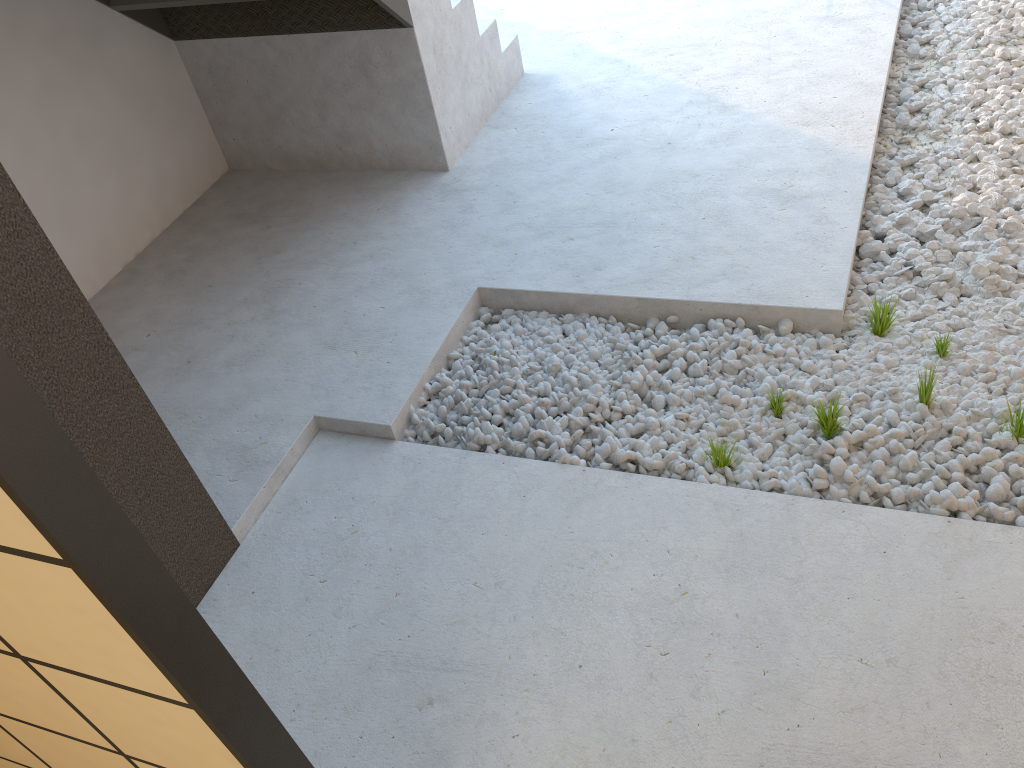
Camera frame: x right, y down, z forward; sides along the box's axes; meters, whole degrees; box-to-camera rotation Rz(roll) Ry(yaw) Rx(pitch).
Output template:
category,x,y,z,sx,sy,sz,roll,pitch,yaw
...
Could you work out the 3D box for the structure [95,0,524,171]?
category,x,y,z,sx,sy,sz,roll,pitch,yaw
structure,-1.950,-0.915,1.094,1.153,4.134,6.278,8,46,22
